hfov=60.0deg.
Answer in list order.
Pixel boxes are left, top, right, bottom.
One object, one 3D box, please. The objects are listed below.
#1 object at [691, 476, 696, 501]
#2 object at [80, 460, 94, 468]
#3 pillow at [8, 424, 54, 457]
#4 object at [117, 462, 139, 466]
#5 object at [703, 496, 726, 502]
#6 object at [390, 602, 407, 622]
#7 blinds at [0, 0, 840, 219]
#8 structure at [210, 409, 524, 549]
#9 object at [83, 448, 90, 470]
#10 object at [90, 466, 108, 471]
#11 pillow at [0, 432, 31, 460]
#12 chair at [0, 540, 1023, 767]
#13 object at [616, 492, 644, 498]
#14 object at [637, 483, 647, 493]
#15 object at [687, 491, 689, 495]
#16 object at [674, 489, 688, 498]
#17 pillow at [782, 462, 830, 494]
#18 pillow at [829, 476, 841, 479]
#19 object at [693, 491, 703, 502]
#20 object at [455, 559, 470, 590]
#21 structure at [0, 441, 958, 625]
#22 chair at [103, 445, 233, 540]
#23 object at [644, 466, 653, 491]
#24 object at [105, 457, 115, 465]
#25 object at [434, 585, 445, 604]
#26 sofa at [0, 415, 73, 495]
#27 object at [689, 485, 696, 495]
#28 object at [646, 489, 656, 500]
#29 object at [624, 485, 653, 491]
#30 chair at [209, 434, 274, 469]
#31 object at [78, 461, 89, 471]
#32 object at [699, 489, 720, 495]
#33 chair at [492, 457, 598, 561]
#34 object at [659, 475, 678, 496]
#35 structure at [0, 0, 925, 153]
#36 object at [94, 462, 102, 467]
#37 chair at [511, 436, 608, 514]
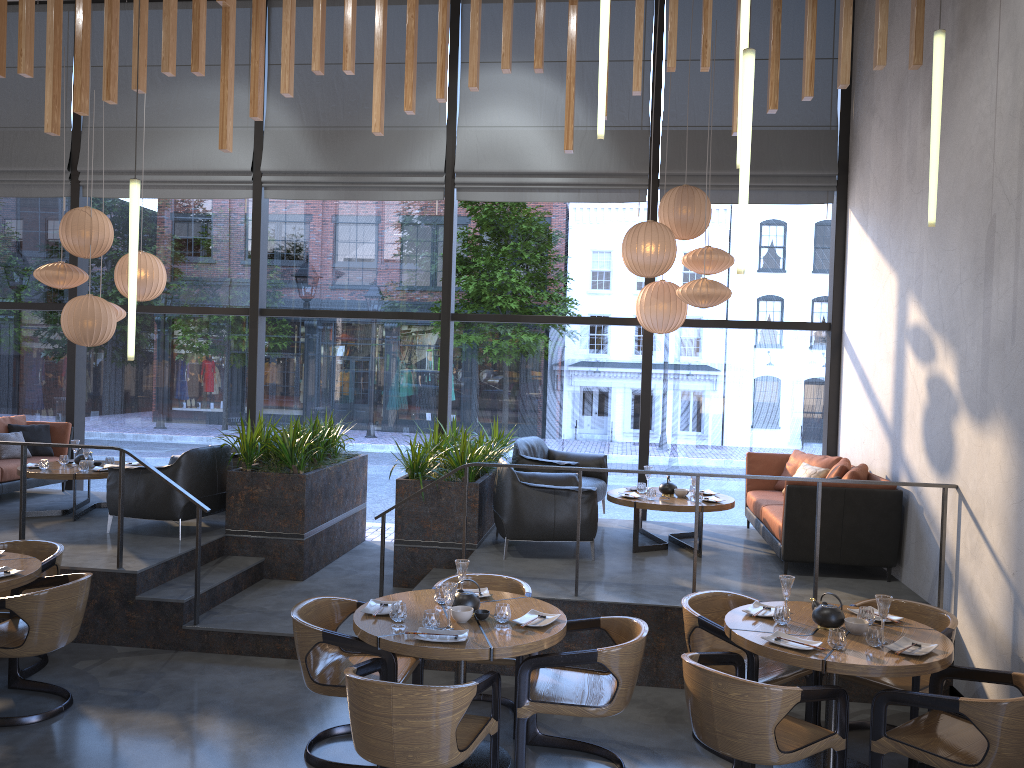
[{"bbox_3d":[1.533,0.867,7.458,0.082,0.227,0.082,1,1,-40],"label":"object"},{"bbox_3d":[-3.986,0.752,8.321,0.116,0.065,0.116,3,1,37],"label":"object"},{"bbox_3d":[-5.089,0.595,9.365,0.418,0.345,0.242,1,2,-42],"label":"pillow"},{"bbox_3d":[-3.708,0.777,8.561,0.170,0.025,0.294,2,1,-12],"label":"object"},{"bbox_3d":[1.679,0.973,7.454,0.170,0.025,0.294,2,1,-12],"label":"object"},{"bbox_3d":[-0.569,1.143,4.445,0.086,0.086,0.086,3,1,32],"label":"object"},{"bbox_3d":[-6.344,-3.034,6.418,17.610,2.314,8.760,1,1,-39],"label":"blinds"},{"bbox_3d":[-6.204,0.957,4.307,15.715,1.608,4.306,1,2,-44],"label":"structure"},{"bbox_3d":[-3.907,0.677,8.140,0.082,0.227,0.082,1,1,-40],"label":"object"},{"bbox_3d":[-3.762,0.783,8.135,0.170,0.025,0.294,2,1,-12],"label":"object"},{"bbox_3d":[-5.135,0.631,9.086,0.203,0.263,0.332,2,1,27],"label":"pillow"},{"bbox_3d":[-2.582,1.510,3.771,9.749,0.759,4.352,2,1,8],"label":"chair"},{"bbox_3d":[1.013,0.950,7.537,0.170,0.025,0.294,2,1,-12],"label":"object"},{"bbox_3d":[1.144,0.918,7.823,0.086,0.086,0.086,3,2,45],"label":"object"},{"bbox_3d":[1.505,0.953,7.738,0.080,0.042,0.080,1,1,-30],"label":"object"},{"bbox_3d":[1.454,0.942,7.640,0.116,0.065,0.116,3,1,37],"label":"object"},{"bbox_3d":[2.639,0.878,7.990,0.289,0.311,0.393,2,1,-12],"label":"pillow"},{"bbox_3d":[2.345,0.886,6.840,0.418,0.345,0.242,1,2,-42],"label":"pillow"},{"bbox_3d":[1.549,0.940,7.376,0.086,0.086,0.086,2,1,11],"label":"object"},{"bbox_3d":[-0.274,1.074,4.827,0.082,0.227,0.082,2,1,28],"label":"object"},{"bbox_3d":[-3.533,-0.285,1.802,11.718,4.117,9.054,2,1,7],"label":"structure"},{"bbox_3d":[-2.917,0.887,7.714,0.833,0.743,1.030,2,1,14],"label":"chair"},{"bbox_3d":[1.211,0.847,7.905,0.082,0.227,0.082,2,1,-11],"label":"object"},{"bbox_3d":[-3.841,0.743,8.467,0.086,0.086,0.086,2,1,11],"label":"object"},{"bbox_3d":[-0.379,1.142,4.805,0.086,0.086,0.086,2,1,-11],"label":"object"},{"bbox_3d":[-5.318,0.758,8.603,0.864,0.811,2.226,2,1,7],"label":"sofa"},{"bbox_3d":[1.600,0.933,7.786,0.086,0.086,0.086,2,1,11],"label":"object"},{"bbox_3d":[1.164,0.926,7.424,0.086,0.086,0.086,2,1,11],"label":"object"},{"bbox_3d":[1.126,0.944,8.013,0.170,0.025,0.294,3,2,43],"label":"object"},{"bbox_3d":[-2.773,0.868,8.888,0.833,0.743,1.030,2,1,-7],"label":"chair"},{"bbox_3d":[-3.892,0.750,8.057,0.086,0.086,0.086,2,1,11],"label":"object"},{"bbox_3d":[1.732,0.966,7.880,0.170,0.025,0.294,2,1,-12],"label":"object"},{"bbox_3d":[0.259,0.998,7.322,0.833,0.743,1.030,2,1,-7],"label":"chair"},{"bbox_3d":[1.366,0.880,7.757,0.163,0.179,0.168,1,1,-27],"label":"object"},{"bbox_3d":[-3.089,-1.039,1.629,10.399,5.894,10.127,2,1,7],"label":"structure"},{"bbox_3d":[-3.935,0.764,8.419,0.080,0.042,0.080,2,1,-8],"label":"object"},{"bbox_3d":[0.434,0.902,8.534,0.833,0.743,1.030,2,1,21],"label":"chair"}]
